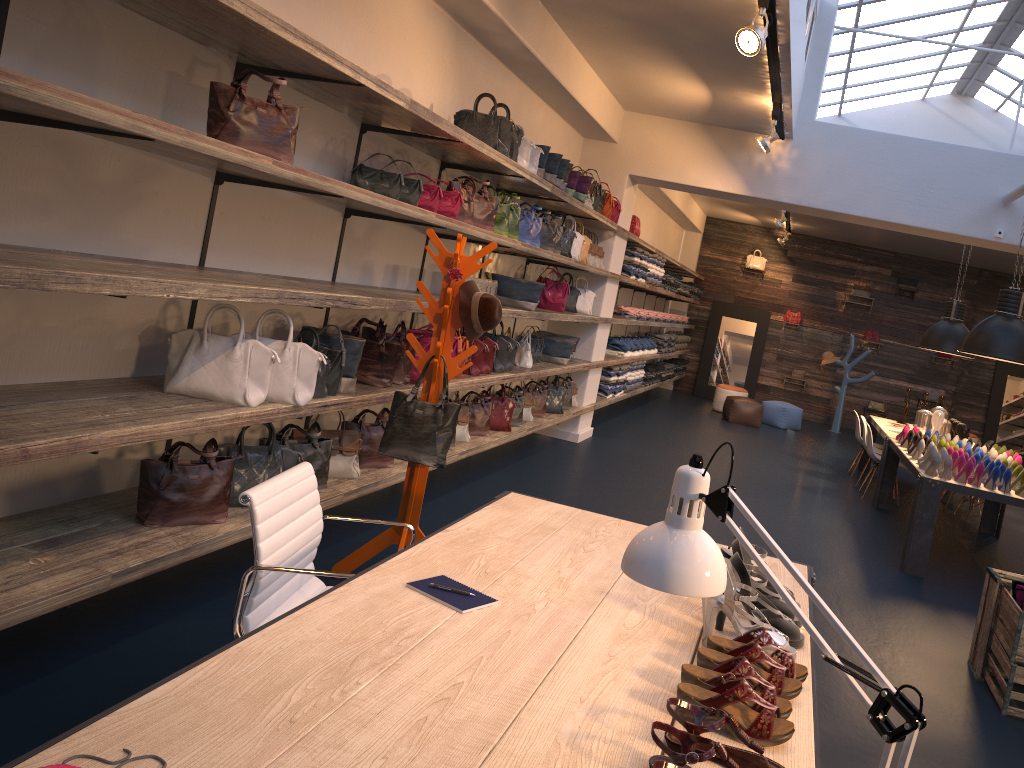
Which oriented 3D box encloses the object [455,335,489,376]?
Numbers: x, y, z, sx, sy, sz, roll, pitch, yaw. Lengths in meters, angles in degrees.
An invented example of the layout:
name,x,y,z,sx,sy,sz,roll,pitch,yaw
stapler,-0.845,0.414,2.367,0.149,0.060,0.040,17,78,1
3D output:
name,x,y,z,sx,sy,sz,roll,pitch,yaw
object,-0.360,-0.268,5.945,0.422,0.385,0.194,12,3,3

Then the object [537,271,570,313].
name,x,y,z,sx,sy,sz,roll,pitch,yaw
object,0.378,-0.846,7.890,0.203,0.361,0.265,14,4,39

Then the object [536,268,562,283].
name,x,y,z,sx,sy,sz,roll,pitch,yaw
object,0.344,-0.882,8.027,0.212,0.384,0.271,14,4,36

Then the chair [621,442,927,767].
name,x,y,z,sx,sy,sz,roll,pitch,yaw
chair,0.325,0.477,1.205,0.179,0.743,0.517,10,3,-37

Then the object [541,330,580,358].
name,x,y,z,sx,sy,sz,roll,pitch,yaw
object,0.484,-0.403,9.007,0.425,0.235,0.175,11,3,-7

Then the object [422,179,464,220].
name,x,y,z,sx,sy,sz,roll,pitch,yaw
object,-0.438,-1.096,5.140,0.203,0.242,0.265,15,5,39

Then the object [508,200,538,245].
name,x,y,z,sx,sy,sz,roll,pitch,yaw
object,0.017,-1.199,6.427,0.174,0.304,0.404,14,5,44

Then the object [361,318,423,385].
name,x,y,z,sx,sy,sz,roll,pitch,yaw
object,-0.691,-0.193,4.851,0.334,0.355,0.167,12,2,11

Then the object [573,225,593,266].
name,x,y,z,sx,sy,sz,roll,pitch,yaw
object,0.627,-1.349,8.399,0.412,0.366,0.166,8,4,-36

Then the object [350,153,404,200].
name,x,y,z,sx,sy,sz,roll,pitch,yaw
object,-0.732,-1.122,4.727,0.298,0.275,0.134,11,2,-6

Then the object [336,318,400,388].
name,x,y,z,sx,sy,sz,roll,pitch,yaw
object,-0.771,-0.179,4.665,0.359,0.338,0.227,13,3,19

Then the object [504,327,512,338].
name,x,y,z,sx,sy,sz,roll,pitch,yaw
object,-0.064,-0.321,7.133,0.162,0.308,0.326,11,4,-16

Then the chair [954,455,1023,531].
name,x,y,z,sx,sy,sz,roll,pitch,yaw
chair,5.143,1.108,9.378,0.537,0.799,0.474,12,3,7

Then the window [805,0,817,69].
name,x,y,z,sx,sy,sz,roll,pitch,yaw
window,4.804,-2.844,7.676,4.338,0.648,11.743,14,7,16

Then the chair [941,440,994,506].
name,x,y,z,sx,sy,sz,roll,pitch,yaw
chair,5.579,1.032,10.704,0.526,0.799,0.483,12,3,15

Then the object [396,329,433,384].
name,x,y,z,sx,sy,sz,roll,pitch,yaw
object,-0.579,-0.161,5.031,0.255,0.299,0.348,15,6,42

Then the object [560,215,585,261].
name,x,y,z,sx,sy,sz,roll,pitch,yaw
object,0.484,-1.314,7.759,0.458,0.385,0.179,8,4,-39

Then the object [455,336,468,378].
name,x,y,z,sx,sy,sz,roll,pitch,yaw
object,-0.427,-0.234,5.648,0.262,0.361,0.206,10,3,-25

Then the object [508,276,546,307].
name,x,y,z,sx,sy,sz,roll,pitch,yaw
object,0.067,-0.802,7.580,0.424,0.235,0.175,11,3,-7

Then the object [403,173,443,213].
name,x,y,z,sx,sy,sz,roll,pitch,yaw
object,-0.550,-1.100,4.990,0.203,0.242,0.266,15,5,41

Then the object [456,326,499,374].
name,x,y,z,sx,sy,sz,roll,pitch,yaw
object,-0.290,-0.289,6.161,0.415,0.385,0.198,12,3,9

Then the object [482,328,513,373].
name,x,y,z,sx,sy,sz,roll,pitch,yaw
object,-0.190,-0.303,6.436,0.413,0.385,0.199,13,3,12

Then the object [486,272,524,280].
name,x,y,z,sx,sy,sz,roll,pitch,yaw
object,-0.032,-0.774,7.192,0.427,0.235,0.174,11,3,-9

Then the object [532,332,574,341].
name,x,y,z,sx,sy,sz,roll,pitch,yaw
object,0.384,-0.353,8.442,0.432,0.235,0.172,10,4,-13

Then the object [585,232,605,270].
name,x,y,z,sx,sy,sz,roll,pitch,yaw
object,0.800,-1.379,8.926,0.412,0.366,0.166,8,4,-36

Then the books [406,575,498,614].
name,x,y,z,sx,sy,sz,roll,pitch,yaw
books,-0.153,0.541,2.263,0.190,0.018,0.148,17,8,34

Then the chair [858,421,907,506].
name,x,y,z,sx,sy,sz,roll,pitch,yaw
chair,4.084,0.863,9.577,0.529,0.799,0.480,12,3,12

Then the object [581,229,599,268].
name,x,y,z,sx,sy,sz,roll,pitch,yaw
object,0.718,-1.365,8.675,0.412,0.366,0.166,8,4,-36

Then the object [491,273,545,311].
name,x,y,z,sx,sy,sz,roll,pitch,yaw
object,0.028,-0.699,6.666,0.425,0.231,0.175,11,3,-7

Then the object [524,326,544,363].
name,x,y,z,sx,sy,sz,roll,pitch,yaw
object,0.189,-0.355,7.758,0.252,0.328,0.101,9,3,-32

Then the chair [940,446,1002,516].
name,x,y,z,sx,sy,sz,roll,pitch,yaw
chair,5.303,1.056,10.058,0.529,0.799,0.480,12,3,12

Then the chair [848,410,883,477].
name,x,y,z,sx,sy,sz,roll,pitch,yaw
chair,4.484,0.779,10.911,0.529,0.799,0.480,12,3,12

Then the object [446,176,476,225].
name,x,y,z,sx,sy,sz,roll,pitch,yaw
object,-0.321,-1.141,5.401,0.187,0.304,0.378,12,5,5

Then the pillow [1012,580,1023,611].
name,x,y,z,sx,sy,sz,roll,pitch,yaw
pillow,2.690,1.191,4.371,0.346,0.348,0.452,13,5,14

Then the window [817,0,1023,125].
name,x,y,z,sx,sy,sz,roll,pitch,yaw
window,3.815,-3.570,4.146,4.187,0.833,19.472,14,7,17

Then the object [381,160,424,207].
name,x,y,z,sx,sy,sz,roll,pitch,yaw
object,-0.640,-1.118,4.849,0.298,0.275,0.134,11,2,-6

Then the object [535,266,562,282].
name,x,y,z,sx,sy,sz,roll,pitch,yaw
object,0.351,-0.912,8.176,0.308,0.409,0.130,10,2,-18

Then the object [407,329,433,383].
name,x,y,z,sx,sy,sz,roll,pitch,yaw
object,-0.573,-0.168,5.140,0.267,0.297,0.238,10,4,-21

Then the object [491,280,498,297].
name,x,y,z,sx,sy,sz,roll,pitch,yaw
object,-0.209,-0.690,6.353,0.097,0.175,0.289,13,5,35

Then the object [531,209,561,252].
name,x,y,z,sx,sy,sz,roll,pitch,yaw
object,0.213,-1.236,6.917,0.396,0.338,0.206,10,3,-22

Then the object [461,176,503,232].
name,x,y,z,sx,sy,sz,roll,pitch,yaw
object,-0.240,-1.166,5.601,0.398,0.338,0.205,10,3,-23

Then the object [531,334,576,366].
name,x,y,z,sx,sy,sz,roll,pitch,yaw
object,0.366,-0.313,8.070,0.425,0.231,0.175,11,3,-7

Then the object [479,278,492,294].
name,x,y,z,sx,sy,sz,roll,pitch,yaw
object,-0.239,-0.658,6.052,0.097,0.175,0.288,13,5,33

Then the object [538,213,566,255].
name,x,y,z,sx,sy,sz,roll,pitch,yaw
object,0.298,-1.249,7.163,0.404,0.338,0.201,8,4,-36

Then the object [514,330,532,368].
name,x,y,z,sx,sy,sz,roll,pitch,yaw
object,0.095,-0.305,7.261,0.162,0.308,0.326,11,4,-16

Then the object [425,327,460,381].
name,x,y,z,sx,sy,sz,roll,pitch,yaw
object,-0.467,-0.200,5.383,0.291,0.341,0.229,8,5,-45

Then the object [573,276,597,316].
name,x,y,z,sx,sy,sz,roll,pitch,yaw
object,0.687,-0.919,8.909,0.456,0.385,0.179,9,4,-33

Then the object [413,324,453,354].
name,x,y,z,sx,sy,sz,roll,pitch,yaw
object,-0.504,-0.194,5.271,0.291,0.341,0.229,8,5,-45

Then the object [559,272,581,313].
name,x,y,z,sx,sy,sz,roll,pitch,yaw
object,0.520,-0.917,8.613,0.459,0.385,0.178,7,5,-42

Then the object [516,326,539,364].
name,x,y,z,sx,sy,sz,roll,pitch,yaw
object,0.139,-0.345,7.595,0.252,0.328,0.101,9,3,-32

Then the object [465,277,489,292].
name,x,y,z,sx,sy,sz,roll,pitch,yaw
object,-0.271,-0.627,5.746,0.096,0.175,0.290,14,6,44

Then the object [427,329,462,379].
name,x,y,z,sx,sy,sz,roll,pitch,yaw
object,-0.464,-0.227,5.536,0.262,0.361,0.206,10,3,-25

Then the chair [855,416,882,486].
name,x,y,z,sx,sy,sz,roll,pitch,yaw
chair,4.303,0.826,10.236,0.519,0.799,0.490,13,3,21

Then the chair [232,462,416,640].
name,x,y,z,sx,sy,sz,roll,pitch,yaw
chair,-0.528,0.746,2.707,0.686,0.834,0.682,11,4,-7

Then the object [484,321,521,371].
name,x,y,z,sx,sy,sz,roll,pitch,yaw
object,-0.137,-0.320,6.661,0.421,0.385,0.195,12,3,4
